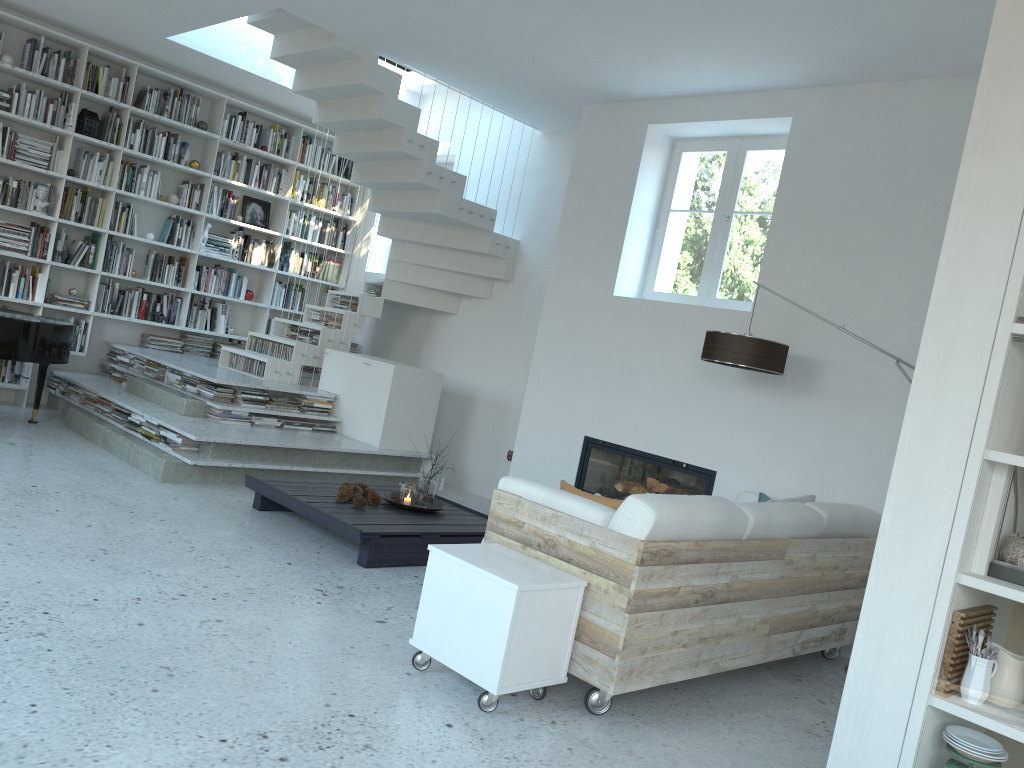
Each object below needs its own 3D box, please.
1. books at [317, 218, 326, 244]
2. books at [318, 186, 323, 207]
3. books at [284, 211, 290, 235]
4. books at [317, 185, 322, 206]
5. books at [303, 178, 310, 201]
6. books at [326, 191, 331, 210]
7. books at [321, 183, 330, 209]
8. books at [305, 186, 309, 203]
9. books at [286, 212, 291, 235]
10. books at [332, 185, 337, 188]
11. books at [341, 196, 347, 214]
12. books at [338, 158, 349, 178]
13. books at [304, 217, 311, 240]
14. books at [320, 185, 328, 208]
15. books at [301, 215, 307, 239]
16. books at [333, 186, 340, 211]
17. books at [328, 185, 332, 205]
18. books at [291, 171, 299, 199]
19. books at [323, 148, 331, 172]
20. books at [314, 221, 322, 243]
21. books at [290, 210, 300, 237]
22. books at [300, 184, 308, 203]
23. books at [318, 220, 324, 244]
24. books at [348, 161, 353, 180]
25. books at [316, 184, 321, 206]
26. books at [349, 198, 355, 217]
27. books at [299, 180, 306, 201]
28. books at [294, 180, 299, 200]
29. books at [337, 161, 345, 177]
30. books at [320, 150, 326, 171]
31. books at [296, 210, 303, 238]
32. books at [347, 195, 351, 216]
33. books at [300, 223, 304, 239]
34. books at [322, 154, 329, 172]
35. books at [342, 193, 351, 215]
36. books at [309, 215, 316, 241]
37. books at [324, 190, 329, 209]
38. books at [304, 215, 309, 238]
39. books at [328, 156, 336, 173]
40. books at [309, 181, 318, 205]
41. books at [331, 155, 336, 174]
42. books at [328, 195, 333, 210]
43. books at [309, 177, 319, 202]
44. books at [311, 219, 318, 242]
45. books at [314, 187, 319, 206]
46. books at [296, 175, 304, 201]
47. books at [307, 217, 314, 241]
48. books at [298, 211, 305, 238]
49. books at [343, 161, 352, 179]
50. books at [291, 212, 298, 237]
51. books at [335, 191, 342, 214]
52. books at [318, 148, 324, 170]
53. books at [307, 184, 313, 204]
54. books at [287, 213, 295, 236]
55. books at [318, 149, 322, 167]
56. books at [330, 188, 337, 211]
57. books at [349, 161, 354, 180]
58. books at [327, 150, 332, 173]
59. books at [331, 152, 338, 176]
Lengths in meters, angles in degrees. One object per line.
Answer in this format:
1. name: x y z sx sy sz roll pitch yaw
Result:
1. books: -2.071 -1.636 9.507 0.024 0.292 0.132 9 4 -45
2. books: -2.050 -1.964 9.313 0.013 0.222 0.174 9 3 -45
3. books: -2.368 -1.666 9.183 0.012 0.254 0.160 9 3 -45
4. books: -2.064 -1.975 9.310 0.012 0.238 0.165 9 3 -45
5. books: -2.172 -2.006 9.194 0.023 0.264 0.158 9 4 -45
6. books: -2.004 -1.955 9.453 0.013 0.213 0.186 9 3 -45
7. books: -2.013 -1.999 9.452 0.010 0.295 0.165 9 4 -45
8. books: -2.185 -1.977 9.246 0.038 0.199 0.170 9 3 -45
9. books: -2.364 -1.664 9.205 0.026 0.250 0.160 9 3 -45
10. books: -1.950 -1.988 9.537 0.011 0.294 0.151 9 4 -45
11. books: -1.869 -1.933 9.605 0.023 0.213 0.180 9 3 -45
12. books: -1.844 -2.318 9.546 0.068 0.247 0.160 9 3 -45
13. books: -2.194 -1.639 9.354 0.024 0.259 0.156 9 4 -45
14. books: -2.045 -1.974 9.347 0.042 0.242 0.247 9 3 -45
15. books: -2.225 -1.645 9.324 0.013 0.260 0.158 9 4 -45
16. books: -1.931 -1.981 9.541 0.023 0.287 0.162 9 4 -45
17. books: -2.001 -1.990 9.483 0.024 0.281 0.153 9 4 -45
18. books: -2.257 -2.035 9.085 0.010 0.294 0.182 9 4 -45
19. books: -1.990 -2.362 9.403 0.012 0.285 0.159 9 4 -45
20. books: -2.105 -1.617 9.442 0.045 0.245 0.176 9 3 -45
21. books: -2.283 -1.667 9.240 0.014 0.286 0.185 9 3 -45
22. books: -2.185 -1.972 9.168 0.024 0.193 0.189 9 3 -45
23. books: -2.084 -1.620 9.470 0.023 0.258 0.183 9 3 -45
24. books: -1.785 -2.331 9.612 0.012 0.292 0.139 9 4 -45
25. books: -2.075 -1.979 9.298 0.022 0.242 0.144 9 4 -45
26. books: -1.788 -1.920 9.676 0.011 0.216 0.169 9 3 -45
27. books: -2.211 -1.992 9.146 0.049 0.224 0.161 9 3 -45
28. books: -2.254 -1.990 9.100 0.024 0.205 0.165 9 3 -45
29. books: -1.870 -2.294 9.503 0.024 0.193 0.186 9 3 -45
30. books: -2.035 -2.345 9.349 0.025 0.237 0.143 9 4 -45
31. books: -2.268 -1.671 9.291 0.022 0.297 0.162 9 4 -45
32. books: -1.815 -1.941 9.670 0.040 0.247 0.159 9 3 -45
33. books: -2.256 -1.610 9.321 0.027 0.179 0.156 9 3 -45
34. books: -2.012 -2.327 9.381 0.026 0.208 0.163 9 3 -45
35. books: -1.838 -1.951 9.645 0.029 0.258 0.162 9 3 -45
36. books: -2.159 -1.646 9.391 0.030 0.284 0.166 9 4 -45
37. books: -2.027 -1.963 9.437 0.023 0.220 0.171 9 3 -45
38. books: -2.217 -1.649 9.343 0.025 0.271 0.152 9 4 -45
39. books: -1.958 -2.319 9.434 0.057 0.212 0.162 9 3 -45
40. books: -2.105 -1.989 9.247 0.023 0.254 0.189 9 3 -45
41. books: -1.941 -2.329 9.467 0.010 0.236 0.131 9 4 -45
42. books: -1.990 -1.938 9.506 0.034 0.183 0.156 9 3 -45
43. books: -2.088 -2.008 9.265 0.022 0.297 0.152 9 4 -45
44. books: -2.138 -1.628 9.436 0.012 0.254 0.160 9 3 -45
45. books: -2.087 -1.962 9.282 0.014 0.206 0.183 9 3 -45
46. books: -2.225 -2.014 9.110 0.026 0.263 0.189 9 3 -45
47. books: -2.176 -1.638 9.369 0.022 0.263 0.172 9 3 -45
48. books: -2.249 -1.665 9.295 0.012 0.293 0.165 9 4 -45
49. books: -1.806 -2.295 9.562 0.012 0.216 0.192 9 3 -45
50. books: -2.310 -1.657 9.237 0.026 0.256 0.173 9 3 -45
51. books: -1.899 -1.958 9.573 0.070 0.254 0.154 9 3 -45
52. books: -2.058 -2.356 9.336 0.027 0.250 0.154 9 3 -45
53. books: -2.139 -1.974 9.244 0.025 0.211 0.134 9 3 -45
54. books: -2.328 -1.655 9.203 0.023 0.248 0.181 9 3 -45
55. books: -2.065 -2.350 9.316 0.011 0.237 0.148 9 4 -45
56. books: -1.950 -1.970 9.510 0.022 0.261 0.160 9 4 -45
57. books: -1.755 -2.322 9.600 0.014 0.287 0.189 9 3 -45
58. books: -1.980 -2.349 9.410 0.015 0.263 0.143 9 4 -45
59. books: -1.912 -2.345 9.487 0.069 0.277 0.131 9 4 -45
